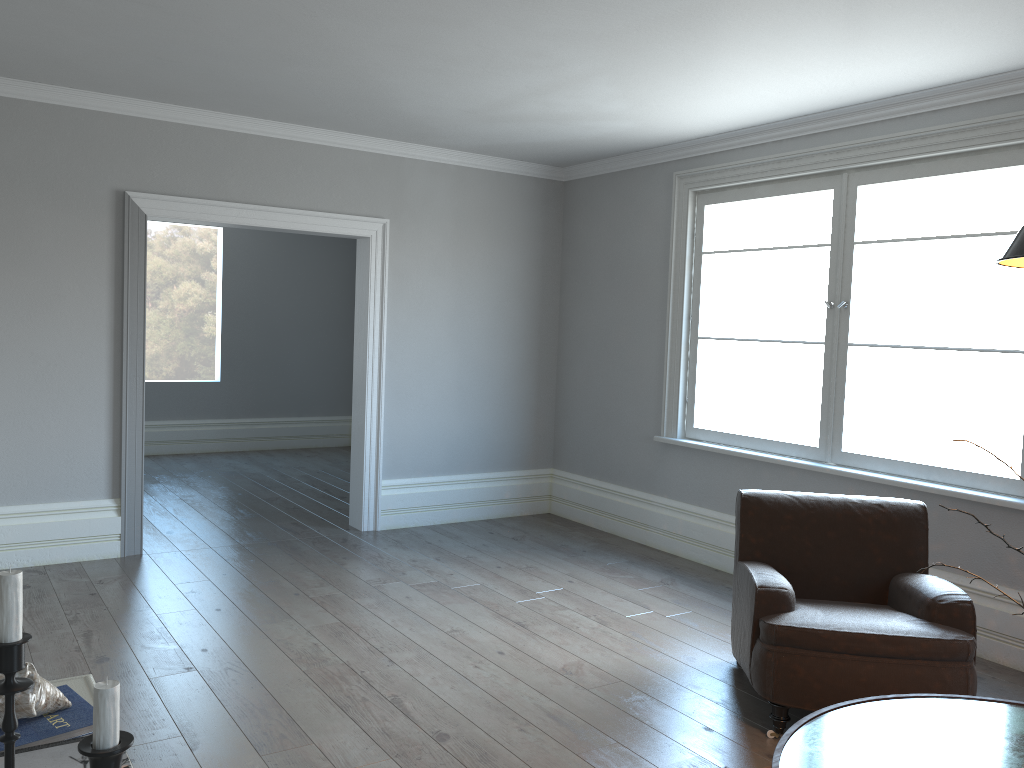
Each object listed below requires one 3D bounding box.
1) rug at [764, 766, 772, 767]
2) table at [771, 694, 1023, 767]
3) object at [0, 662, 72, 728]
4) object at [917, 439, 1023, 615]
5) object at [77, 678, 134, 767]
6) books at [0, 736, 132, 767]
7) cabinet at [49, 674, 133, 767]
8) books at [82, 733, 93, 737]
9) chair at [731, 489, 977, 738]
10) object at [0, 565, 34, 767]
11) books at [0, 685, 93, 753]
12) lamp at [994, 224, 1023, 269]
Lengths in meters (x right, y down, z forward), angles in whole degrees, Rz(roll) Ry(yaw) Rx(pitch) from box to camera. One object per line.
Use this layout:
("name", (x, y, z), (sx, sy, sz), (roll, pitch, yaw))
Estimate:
("rug", (1.203, 1.371, 1.852), (2.819, 0.090, 2.401), (0, 4, -33))
("table", (1.215, 1.174, 1.887), (1.300, 0.503, 1.300), (-1, 5, -40))
("object", (-0.783, 0.465, 1.370), (0.194, 0.127, 0.192), (-1, 5, -40))
("object", (1.121, 0.391, 1.837), (0.525, 1.065, 0.853), (4, 4, 27))
("object", (-0.478, 0.496, 1.042), (0.083, 0.311, 0.083), (4, 4, 34))
("books", (-0.652, 0.535, 1.183), (0.263, 0.008, 0.212), (0, 4, -32))
("cabinet", (-0.695, 1.004, 1.235), (0.408, 0.757, 1.152), (0, 4, -33))
("books", (-0.789, 0.549, 1.388), (0.185, 0.017, 0.235), (6, 5, 44))
("chair", (1.346, 0.910, 3.590), (0.807, 0.795, 0.970), (3, 4, 8))
("object", (-0.599, 0.428, 1.057), (0.092, 0.431, 0.092), (3, 4, 16))
("books", (-0.785, 0.534, 1.383), (0.185, 0.014, 0.235), (6, 5, 44))
("lamp", (1.285, -0.782, 1.771), (0.504, 1.075, 0.504), (3, 4, 14))
